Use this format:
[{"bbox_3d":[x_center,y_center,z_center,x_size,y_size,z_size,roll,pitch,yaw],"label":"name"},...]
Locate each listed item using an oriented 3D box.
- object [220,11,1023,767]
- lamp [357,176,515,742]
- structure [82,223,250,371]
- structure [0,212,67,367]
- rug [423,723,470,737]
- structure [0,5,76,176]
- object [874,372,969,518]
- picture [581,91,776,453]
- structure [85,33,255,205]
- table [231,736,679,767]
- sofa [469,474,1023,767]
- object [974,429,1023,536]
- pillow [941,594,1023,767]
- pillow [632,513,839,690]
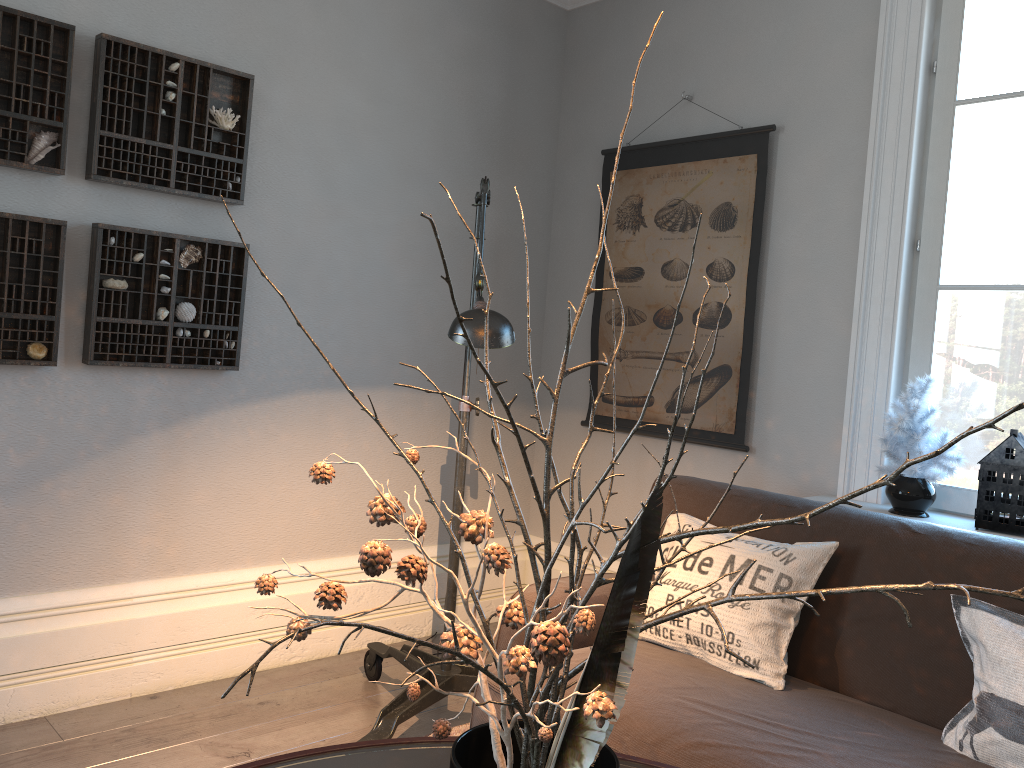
[{"bbox_3d":[0.066,0.136,0.781,0.853,1.065,0.525,5,2,18],"label":"object"},{"bbox_3d":[-0.042,0.244,2.856,0.797,1.644,1.864,4,2,-5],"label":"lamp"},{"bbox_3d":[-1.059,-0.257,2.747,0.468,0.416,0.086,2,3,-43],"label":"structure"},{"bbox_3d":[-1.464,-0.264,2.375,0.468,0.416,0.086,2,3,-43],"label":"structure"},{"bbox_3d":[0.016,1.104,0.941,2.399,0.090,2.820,2,3,-42],"label":"rug"},{"bbox_3d":[-1.438,-0.805,2.361,0.468,0.416,0.099,2,3,-43],"label":"structure"},{"bbox_3d":[1.189,0.172,2.627,0.247,0.423,0.263,4,2,-7],"label":"object"},{"bbox_3d":[0.610,-0.447,3.365,0.057,1.313,0.793,2,3,-43],"label":"picture"},{"bbox_3d":[-1.027,-0.792,2.706,0.468,0.416,0.105,2,3,-43],"label":"structure"},{"bbox_3d":[-0.016,0.906,0.931,1.300,0.503,1.299,6,3,40],"label":"table"},{"bbox_3d":[0.906,0.766,1.752,0.968,0.824,2.166,2,3,-43],"label":"sofa"},{"bbox_3d":[1.373,0.265,2.435,0.155,0.284,0.155,6,3,37],"label":"object"},{"bbox_3d":[1.062,0.625,1.689,0.159,0.347,0.472,2,3,-45],"label":"pillow"},{"bbox_3d":[0.549,0.546,2.309,0.240,0.368,0.519,2,3,-43],"label":"pillow"}]
